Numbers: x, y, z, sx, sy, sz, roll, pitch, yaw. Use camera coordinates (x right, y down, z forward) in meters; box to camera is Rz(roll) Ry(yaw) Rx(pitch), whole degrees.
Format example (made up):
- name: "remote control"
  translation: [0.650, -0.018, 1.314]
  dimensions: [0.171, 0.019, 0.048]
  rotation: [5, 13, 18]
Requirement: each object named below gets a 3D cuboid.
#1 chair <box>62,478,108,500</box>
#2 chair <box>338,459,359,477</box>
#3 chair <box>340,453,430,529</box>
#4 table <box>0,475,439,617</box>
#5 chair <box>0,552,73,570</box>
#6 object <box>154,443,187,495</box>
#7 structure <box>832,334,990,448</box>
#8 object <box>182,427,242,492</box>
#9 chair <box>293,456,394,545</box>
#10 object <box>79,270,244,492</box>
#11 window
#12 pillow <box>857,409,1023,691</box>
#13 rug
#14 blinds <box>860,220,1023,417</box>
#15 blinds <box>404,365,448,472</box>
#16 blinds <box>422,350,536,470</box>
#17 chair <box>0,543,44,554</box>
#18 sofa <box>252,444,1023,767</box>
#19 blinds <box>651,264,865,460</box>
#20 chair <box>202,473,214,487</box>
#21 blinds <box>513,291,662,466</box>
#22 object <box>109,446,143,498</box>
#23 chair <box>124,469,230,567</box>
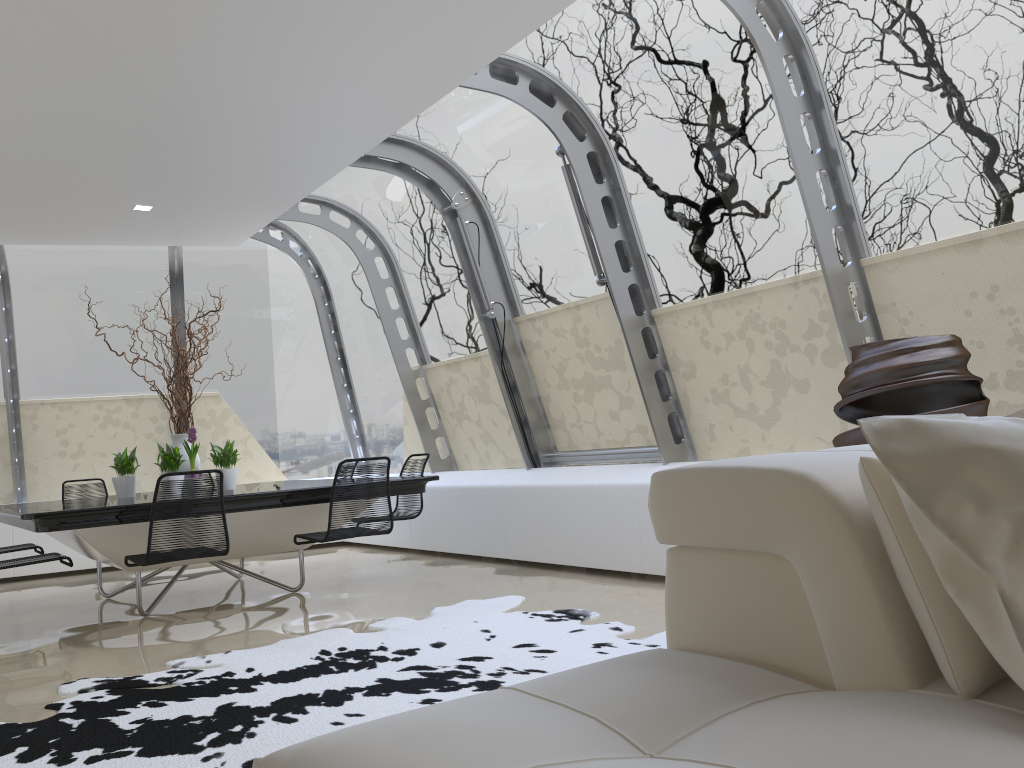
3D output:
- name: "chair"
  translation: [-3.559, 1.060, 7.496]
  dimensions: [0.446, 0.519, 0.688]
  rotation: [-2, -5, -35]
- name: "chair"
  translation: [-1.696, 0.938, 7.769]
  dimensions: [0.688, 0.519, 0.446]
  rotation: [-2, -5, -35]
- name: "chair"
  translation: [-0.973, 0.809, 6.726]
  dimensions: [0.688, 0.519, 0.446]
  rotation: [-2, -5, -35]
- name: "table"
  translation: [-2.311, 1.171, 6.470]
  dimensions: [2.494, 0.759, 3.031]
  rotation: [-2, -5, -35]
- name: "chair"
  translation: [-3.037, 0.865, 5.289]
  dimensions: [0.688, 0.519, 0.446]
  rotation: [-2, -5, -35]
- name: "object"
  translation: [-2.373, 0.588, 6.166]
  dimensions: [0.215, 0.369, 0.284]
  rotation: [-4, -4, -2]
- name: "structure"
  translation: [1.665, 0.442, 3.630]
  dimensions: [0.674, 1.258, 0.672]
  rotation: [-7, -5, 32]
- name: "object"
  translation: [-2.172, 0.544, 6.473]
  dimensions: [0.417, 0.476, 0.238]
  rotation: [-4, -4, -7]
- name: "chair"
  translation: [-1.027, 0.724, 5.466]
  dimensions: [0.446, 0.519, 0.688]
  rotation: [-2, -5, -35]
- name: "object"
  translation: [-2.568, 0.031, 6.485]
  dimensions: [1.031, 1.549, 1.135]
  rotation: [-1, -5, -43]
- name: "window"
  translation: [-4.747, -0.055, 1.539]
  dimensions: [16.693, 3.674, 16.171]
  rotation: [-2, -5, -29]
- name: "pillow"
  translation: [2.346, 0.118, 1.300]
  dimensions: [3.322, 0.530, 1.656]
  rotation: [-6, -4, 25]
- name: "rug"
  translation: [-0.599, 1.209, 3.504]
  dimensions: [3.220, 0.008, 2.705]
  rotation: [-2, -5, -35]
- name: "blinds"
  translation: [2.354, -0.203, 4.002]
  dimensions: [0.329, 1.027, 1.430]
  rotation: [-2, -5, -35]
- name: "blinds"
  translation: [-1.066, 0.960, 9.242]
  dimensions: [0.663, 2.118, 1.829]
  rotation: [-2, -5, -35]
- name: "blinds"
  translation: [-0.264, 0.263, 7.779]
  dimensions: [0.329, 1.027, 1.430]
  rotation: [-2, -5, -35]
- name: "chair"
  translation: [-3.761, 0.993, 6.332]
  dimensions: [0.688, 0.519, 0.446]
  rotation: [-2, -5, -35]
- name: "sofa"
  translation: [2.059, 0.376, 0.652]
  dimensions: [3.257, 0.866, 4.169]
  rotation: [-2, -5, -35]
- name: "blinds"
  translation: [1.482, -0.047, 5.261]
  dimensions: [0.329, 1.027, 1.430]
  rotation: [-2, -5, -35]
- name: "chair"
  translation: [-2.800, 1.040, 8.025]
  dimensions: [0.446, 0.519, 0.688]
  rotation: [-2, -5, -35]
- name: "blinds"
  translation: [0.580, 0.015, 6.508]
  dimensions: [0.387, 1.214, 1.376]
  rotation: [-2, -5, -35]
- name: "object"
  translation: [-2.788, 0.636, 6.401]
  dimensions: [0.215, 0.369, 0.284]
  rotation: [-5, -4, 3]
- name: "chair"
  translation: [-1.845, 0.746, 4.896]
  dimensions: [0.446, 0.519, 0.688]
  rotation: [-2, -5, -35]
